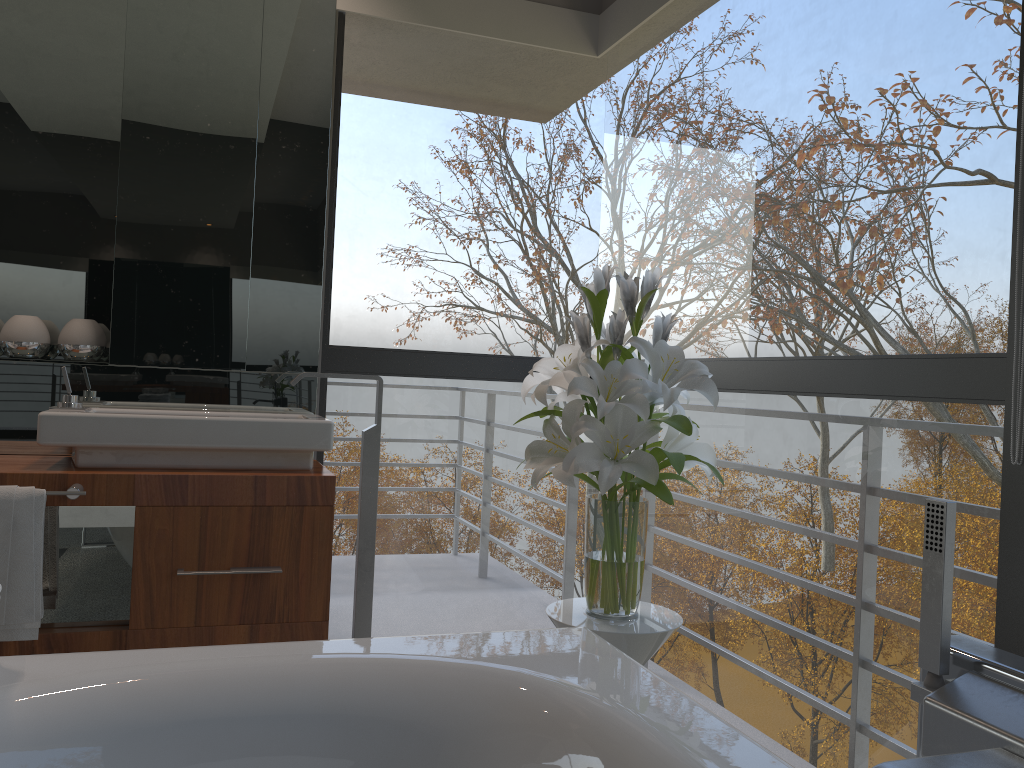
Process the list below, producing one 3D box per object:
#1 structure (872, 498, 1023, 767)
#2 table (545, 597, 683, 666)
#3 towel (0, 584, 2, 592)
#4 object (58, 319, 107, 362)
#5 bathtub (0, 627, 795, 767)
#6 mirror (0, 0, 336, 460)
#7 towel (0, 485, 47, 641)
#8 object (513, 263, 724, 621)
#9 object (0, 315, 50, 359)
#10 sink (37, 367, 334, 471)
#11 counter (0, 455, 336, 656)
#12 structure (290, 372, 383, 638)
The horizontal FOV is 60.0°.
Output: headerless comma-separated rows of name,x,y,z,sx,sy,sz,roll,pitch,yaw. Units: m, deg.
structure,0.430,0.570,0.809,0.330,0.885,0.402,3,0,-19
table,0.218,0.756,1.994,0.307,0.479,0.307,3,0,-36
towel,-0.917,0.380,1.224,0.305,0.145,0.322,3,0,-16
object,-1.326,-0.134,2.738,0.136,0.131,0.136,3,0,23
bathtub,-0.163,0.728,0.648,1.327,0.504,1.958,3,0,-19
mirror,-1.486,-0.593,2.695,1.790,1.618,0.253,3,0,-19
towel,-1.266,0.424,2.082,0.302,0.368,0.079,3,0,-19
object,0.238,0.119,2.009,0.460,0.796,0.450,3,0,8
object,-1.474,-0.141,2.685,0.136,0.131,0.136,3,0,23
sink,-0.913,0.100,2.545,0.750,0.266,0.352,3,0,-19
counter,-1.434,0.561,2.311,1.848,0.704,0.525,3,0,-19
structure,-0.531,0.464,2.649,0.303,0.989,0.069,3,0,-19
